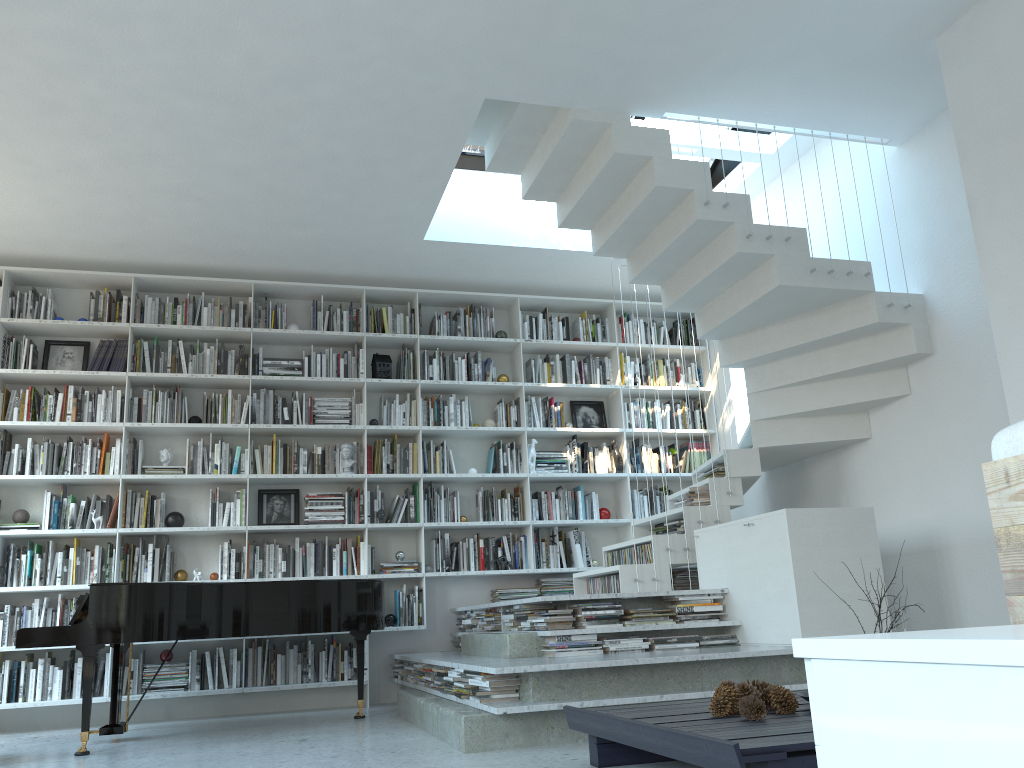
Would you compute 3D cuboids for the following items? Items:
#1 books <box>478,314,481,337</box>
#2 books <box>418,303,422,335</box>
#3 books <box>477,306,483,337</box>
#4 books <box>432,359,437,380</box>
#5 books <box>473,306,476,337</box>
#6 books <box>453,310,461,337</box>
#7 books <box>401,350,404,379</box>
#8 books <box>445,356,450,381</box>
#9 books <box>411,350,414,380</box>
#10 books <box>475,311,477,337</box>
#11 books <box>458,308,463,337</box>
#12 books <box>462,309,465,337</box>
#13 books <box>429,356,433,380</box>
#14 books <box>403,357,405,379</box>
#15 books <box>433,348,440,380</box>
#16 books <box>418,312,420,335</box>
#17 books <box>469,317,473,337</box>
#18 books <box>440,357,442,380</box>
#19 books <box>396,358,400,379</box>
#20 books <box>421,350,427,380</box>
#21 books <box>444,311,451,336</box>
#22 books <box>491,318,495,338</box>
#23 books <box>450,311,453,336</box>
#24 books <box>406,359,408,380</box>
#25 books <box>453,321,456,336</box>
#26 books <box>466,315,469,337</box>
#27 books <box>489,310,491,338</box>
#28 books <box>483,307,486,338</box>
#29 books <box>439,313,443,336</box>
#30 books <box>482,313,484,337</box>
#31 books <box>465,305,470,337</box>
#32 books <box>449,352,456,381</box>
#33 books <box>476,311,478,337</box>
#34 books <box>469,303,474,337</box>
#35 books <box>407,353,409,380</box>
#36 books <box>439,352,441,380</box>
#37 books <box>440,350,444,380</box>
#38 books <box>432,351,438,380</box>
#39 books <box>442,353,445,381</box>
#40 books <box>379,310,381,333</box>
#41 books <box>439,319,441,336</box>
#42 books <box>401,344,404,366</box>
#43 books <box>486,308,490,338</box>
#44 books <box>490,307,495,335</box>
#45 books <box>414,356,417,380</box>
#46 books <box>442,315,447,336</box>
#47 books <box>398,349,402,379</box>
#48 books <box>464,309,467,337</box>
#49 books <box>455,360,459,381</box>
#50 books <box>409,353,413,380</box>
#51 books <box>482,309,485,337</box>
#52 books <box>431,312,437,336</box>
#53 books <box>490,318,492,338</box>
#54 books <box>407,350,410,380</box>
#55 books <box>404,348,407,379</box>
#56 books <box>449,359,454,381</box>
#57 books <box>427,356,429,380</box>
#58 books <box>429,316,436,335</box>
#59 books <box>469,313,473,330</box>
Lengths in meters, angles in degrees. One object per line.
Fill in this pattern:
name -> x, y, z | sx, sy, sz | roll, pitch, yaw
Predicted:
books -> -0.287, -0.438, 7.329 | 0.024, 0.251, 0.150 | 1, -15, -16
books -> -0.754, -0.481, 7.182 | 0.019, 0.303, 0.176 | 1, -15, -16
books -> -0.271, -0.467, 7.332 | 0.008, 0.306, 0.183 | 1, -15, -16
books -> -0.633, -0.077, 7.109 | 0.026, 0.207, 0.181 | 1, -15, -16
books -> -0.326, -0.468, 7.301 | 0.015, 0.298, 0.183 | 1, -15, -16
books -> -0.452, -0.451, 7.261 | 0.028, 0.257, 0.185 | 1, -15, -16
books -> -0.881, -0.114, 7.052 | 0.022, 0.271, 0.182 | 1, -15, -16
books -> -0.535, -0.089, 7.150 | 0.027, 0.241, 0.160 | 1, -15, -16
books -> -0.799, -0.116, 7.101 | 0.005, 0.291, 0.131 | 1, -15, -16
books -> -0.314, -0.451, 7.330 | 0.012, 0.279, 0.144 | 1, -15, -16
books -> -0.435, -0.461, 7.294 | 0.024, 0.291, 0.168 | 1, -15, -16
books -> -0.418, -0.459, 7.311 | 0.017, 0.294, 0.139 | 1, -15, -16
books -> -0.664, -0.090, 7.123 | 0.026, 0.242, 0.148 | 1, -15, -16
books -> -0.871, -0.083, 7.063 | 0.024, 0.216, 0.169 | 1, -15, -16
books -> -0.608, -0.121, 7.140 | 0.014, 0.306, 0.153 | 1, -15, -16
books -> -0.775, -0.443, 7.175 | 0.033, 0.229, 0.176 | 1, -15, -16
books -> -0.354, -0.421, 7.282 | 0.018, 0.200, 0.189 | 1, -15, -16
books -> -0.587, -0.084, 7.145 | 0.012, 0.235, 0.166 | 1, -15, -16
books -> -0.908, -0.082, 7.056 | 0.019, 0.213, 0.156 | 1, -15, -16
books -> -0.702, -0.114, 7.109 | 0.012, 0.284, 0.160 | 1, -15, -16
books -> -0.536, -0.446, 7.258 | 0.030, 0.254, 0.161 | 1, -15, -16
books -> -0.177, -0.417, 7.345 | 0.014, 0.208, 0.188 | 1, -15, -16
books -> -0.512, -0.446, 7.267 | 0.021, 0.255, 0.169 | 1, -15, -16
books -> -0.848, -0.080, 7.067 | 0.013, 0.210, 0.140 | 1, -15, -16
books -> -0.490, -0.409, 7.282 | 0.031, 0.190, 0.133 | 1, -15, -16
books -> -0.381, -0.433, 7.289 | 0.018, 0.230, 0.160 | 1, -15, -16
books -> -0.205, -0.453, 7.342 | 0.008, 0.278, 0.181 | 1, -15, -16
books -> -0.241, -0.465, 7.372 | 0.008, 0.320, 0.134 | 1, -15, -16
books -> -0.589, -0.439, 7.226 | 0.013, 0.229, 0.174 | 1, -15, -16
books -> -0.261, -0.441, 7.335 | 0.014, 0.258, 0.150 | 1, -15, -16
books -> -0.373, -0.471, 7.308 | 0.006, 0.311, 0.179 | 1, -15, -16
books -> -0.482, -0.103, 7.189 | 0.013, 0.283, 0.155 | 1, -15, -16
books -> -0.303, -0.449, 7.328 | 0.008, 0.274, 0.163 | 1, -15, -16
books -> -0.342, -0.479, 7.317 | 0.007, 0.328, 0.184 | 1, -15, -16
books -> -0.838, -0.104, 7.065 | 0.005, 0.254, 0.159 | 1, -15, -16
books -> -0.596, -0.103, 7.138 | 0.010, 0.268, 0.166 | 1, -15, -16
books -> -0.576, -0.111, 7.162 | 0.021, 0.295, 0.139 | 1, -15, -16
books -> -0.621, -0.109, 7.139 | 0.011, 0.282, 0.173 | 1, -15, -16
books -> -0.561, -0.100, 7.171 | 0.012, 0.276, 0.133 | 1, -15, -16
books -> -1.063, -0.454, 7.086 | 0.015, 0.233, 0.171 | 1, -15, -16
books -> -0.602, -0.413, 7.229 | 0.009, 0.183, 0.160 | 1, -15, -16
books -> -0.879, -0.142, 7.077 | 0.025, 0.338, 0.143 | 1, -15, -16
books -> -0.217, -0.460, 7.347 | 0.013, 0.296, 0.189 | 1, -15, -16
books -> -0.169, -0.464, 7.361 | 0.006, 0.305, 0.164 | 1, -15, -16
books -> -0.781, -0.087, 7.062 | 0.008, 0.213, 0.224 | 1, -15, -16
books -> -0.564, -0.433, 7.247 | 0.028, 0.225, 0.164 | 1, -15, -16
books -> -0.893, -0.118, 7.035 | 0.021, 0.271, 0.191 | 1, -15, -16
books -> -0.400, -0.455, 7.310 | 0.007, 0.284, 0.160 | 1, -15, -16
books -> -0.462, -0.070, 7.185 | 0.025, 0.215, 0.144 | 1, -15, -16
books -> -0.812, -0.104, 7.057 | 0.013, 0.247, 0.186 | 1, -15, -16
books -> -0.249, -0.459, 7.349 | 0.019, 0.298, 0.137 | 1, -15, -16
books -> -0.632, -0.446, 7.220 | 0.009, 0.243, 0.173 | 1, -15, -16
books -> -0.194, -0.418, 7.350 | 0.018, 0.214, 0.158 | 1, -15, -16
books -> -0.837, -0.113, 7.098 | 0.013, 0.288, 0.132 | 1, -15, -16
books -> -0.857, -0.123, 7.055 | 0.021, 0.287, 0.179 | 1, -15, -16
books -> -0.501, -0.073, 7.179 | 0.028, 0.223, 0.142 | 1, -15, -16
books -> -0.683, -0.087, 7.123 | 0.012, 0.239, 0.139 | 1, -15, -16
books -> -0.656, -0.429, 7.202 | 0.046, 0.206, 0.183 | 1, -15, -16
books -> -0.347, -0.441, 7.306 | 0.008, 0.250, 0.170 | 1, -15, -16
